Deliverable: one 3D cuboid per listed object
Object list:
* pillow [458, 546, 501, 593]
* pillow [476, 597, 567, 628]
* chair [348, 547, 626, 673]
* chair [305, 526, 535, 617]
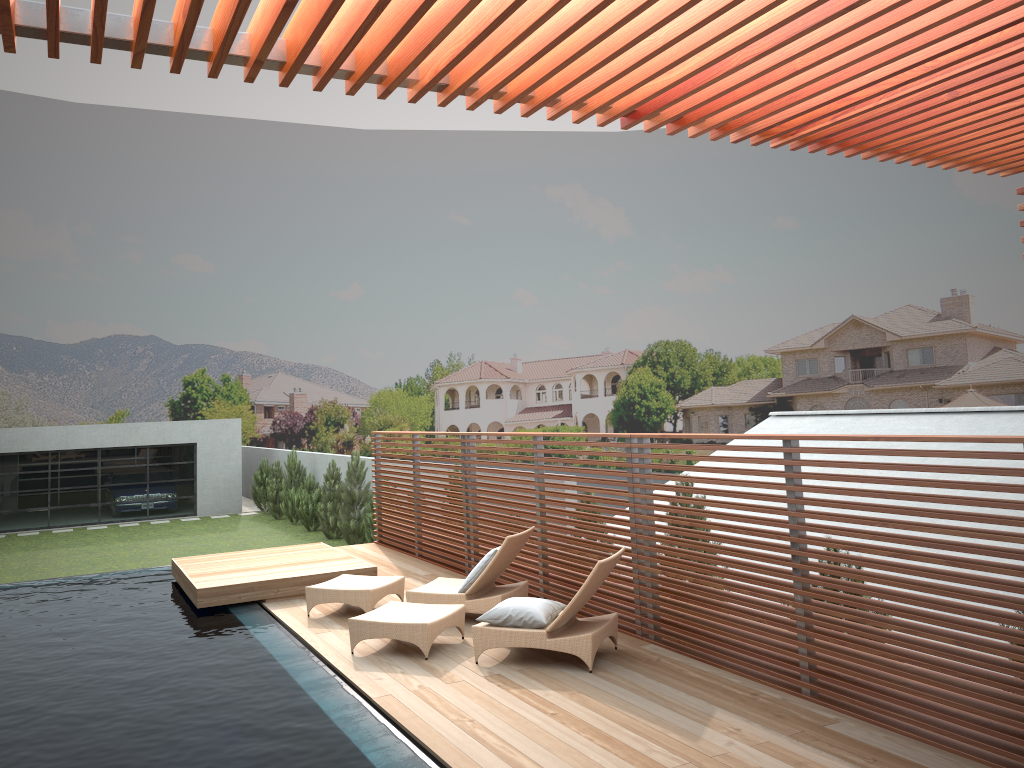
[{"bbox_3d":[-0.218,1.782,8.637,0.426,0.431,0.606,-4,-4,21],"label":"pillow"},{"bbox_3d":[0.085,1.857,7.231,0.592,0.196,0.593,-3,-2,19],"label":"pillow"},{"bbox_3d":[-0.213,1.817,7.399,2.288,0.835,0.697,-3,-4,23],"label":"chair"},{"bbox_3d":[-0.926,1.891,8.908,2.288,0.835,0.697,-3,-4,22],"label":"chair"}]
